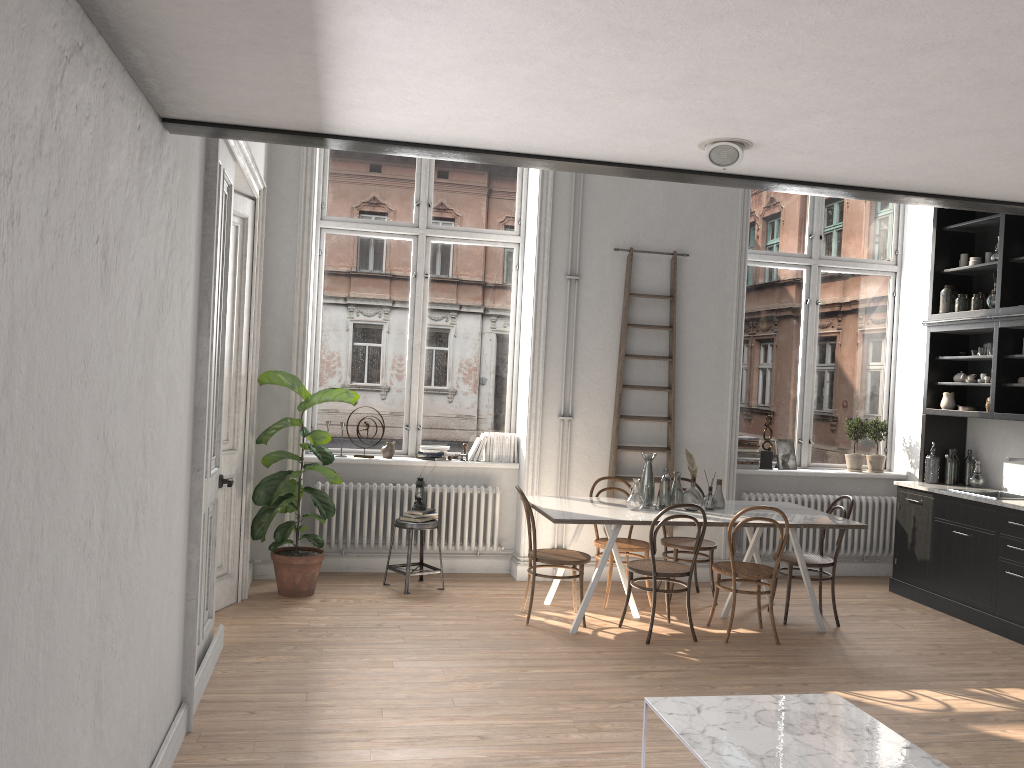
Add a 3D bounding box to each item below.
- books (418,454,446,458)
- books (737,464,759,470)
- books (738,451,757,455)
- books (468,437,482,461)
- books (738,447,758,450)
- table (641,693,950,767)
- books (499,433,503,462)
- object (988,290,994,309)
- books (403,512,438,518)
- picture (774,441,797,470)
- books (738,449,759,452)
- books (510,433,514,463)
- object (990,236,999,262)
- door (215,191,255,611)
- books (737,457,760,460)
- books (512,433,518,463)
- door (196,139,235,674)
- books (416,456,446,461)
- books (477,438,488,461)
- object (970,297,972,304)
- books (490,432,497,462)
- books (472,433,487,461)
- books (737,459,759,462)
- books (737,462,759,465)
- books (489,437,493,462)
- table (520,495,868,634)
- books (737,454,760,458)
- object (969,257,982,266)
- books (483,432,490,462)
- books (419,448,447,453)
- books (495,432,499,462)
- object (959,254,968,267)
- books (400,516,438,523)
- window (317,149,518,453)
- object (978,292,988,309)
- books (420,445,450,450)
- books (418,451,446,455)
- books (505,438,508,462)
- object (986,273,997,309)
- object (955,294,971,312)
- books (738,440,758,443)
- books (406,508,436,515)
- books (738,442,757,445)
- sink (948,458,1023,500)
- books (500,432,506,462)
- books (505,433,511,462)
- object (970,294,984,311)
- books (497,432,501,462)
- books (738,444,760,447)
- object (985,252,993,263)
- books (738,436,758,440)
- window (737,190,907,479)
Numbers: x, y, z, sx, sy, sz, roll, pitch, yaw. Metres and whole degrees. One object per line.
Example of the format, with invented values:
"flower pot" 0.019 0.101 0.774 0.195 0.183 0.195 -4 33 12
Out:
"books" -0.675 0.603 7.489 0.205 0.022 0.155 3 0 9
"books" 2.074 0.739 8.011 0.248 0.043 0.192 3 0 -11
"books" 2.093 0.619 8.023 0.205 0.022 0.155 3 0 3
"books" -0.324 0.555 7.574 0.105 0.194 0.155 3 1 -12
"books" 2.095 0.574 8.023 0.205 0.022 0.155 3 0 -16
"table" 1.021 1.485 3.242 0.849 0.392 0.849 3 0 -11
"books" -0.107 0.543 7.633 0.024 0.243 0.175 3 1 -11
"object" 3.902 -0.665 7.158 0.092 0.184 0.092 3 1 4
"books" -0.714 1.018 6.934 0.232 0.029 0.162 3 0 -40
"picture" 2.492 0.656 8.148 0.221 0.264 0.149 3 1 -27
"books" 2.097 0.596 8.029 0.222 0.024 0.158 3 0 -11
"books" -0.013 0.547 7.631 0.024 0.243 0.175 3 1 -11
"object" 3.879 -1.061 7.046 0.132 0.219 0.132 2 1 -37
"door" -1.972 0.114 5.687 0.216 2.814 1.097 3 1 14
"books" 2.087 0.665 8.026 0.255 0.014 0.192 3 0 -8
"books" 0.018 0.549 7.635 0.040 0.244 0.174 3 1 -11
"door" -1.589 0.138 4.577 0.216 2.814 1.097 3 1 -10
"books" -0.683 0.626 7.492 0.221 0.023 0.147 3 0 38
"books" -0.260 0.555 7.583 0.072 0.203 0.155 3 1 -11
"object" 3.914 -0.651 7.472 0.114 0.155 0.114 3 1 35
"books" -0.163 0.540 7.591 0.024 0.243 0.175 3 1 -11
"books" -0.284 0.537 7.577 0.100 0.235 0.174 3 1 -11
"books" 2.079 0.683 8.010 0.249 0.023 0.175 3 0 -10
"books" 2.078 0.707 8.010 0.249 0.023 0.175 3 0 -15
"books" -0.188 0.558 7.597 0.020 0.205 0.155 3 1 -11
"table" 1.224 1.290 6.373 2.200 0.780 1.100 3 0 -11
"books" 2.086 0.644 8.027 0.245 0.028 0.193 3 0 -16
"object" 3.851 -1.001 7.371 0.096 0.095 0.096 3 1 23
"books" -0.216 0.537 7.612 0.024 0.243 0.175 3 1 -11
"books" -0.666 0.561 7.477 0.205 0.020 0.155 3 0 -21
"books" -0.143 0.541 7.604 0.019 0.244 0.174 3 1 -11
"object" 3.808 -1.023 7.472 0.059 0.135 0.082 3 1 17
"books" -0.727 1.044 6.929 0.194 0.034 0.246 3 0 29
"window" -0.794 -0.840 7.616 1.622 2.843 0.013 3 1 -11
"object" 3.889 -0.662 7.336 0.092 0.184 0.092 3 1 45
"books" -0.649 0.536 7.500 0.244 0.019 0.174 3 0 -1
"books" -0.671 0.581 7.488 0.221 0.023 0.147 3 0 5
"books" -0.061 0.564 7.622 0.020 0.205 0.155 3 1 -11
"object" 3.774 -0.757 6.900 0.134 0.357 0.134 3 1 34
"object" 3.718 -0.661 7.316 0.114 0.155 0.114 3 1 -7
"books" 2.098 0.510 8.022 0.205 0.020 0.155 3 0 -11
"books" -0.712 0.996 6.934 0.147 0.027 0.221 3 0 21
"books" 2.084 0.532 8.020 0.231 0.023 0.162 3 0 5
"sink" 3.756 0.817 6.808 0.514 0.505 0.526 3 0 -11
"books" -0.082 0.544 7.616 0.019 0.244 0.174 3 1 -11
"books" -0.042 0.546 7.646 0.024 0.243 0.175 3 1 -11
"object" 3.791 -0.654 7.226 0.096 0.150 0.096 3 1 -22
"books" -0.127 0.541 7.625 0.019 0.244 0.174 3 1 -11
"books" 2.091 0.553 8.022 0.244 0.019 0.174 3 0 -11
"object" 3.936 -1.016 7.311 0.059 0.135 0.082 3 1 12
"books" 2.092 0.489 8.030 0.201 0.024 0.159 3 0 -21
"window" 8.617 -4.749 12.384 14.386 15.937 26.393 3 0 -11
